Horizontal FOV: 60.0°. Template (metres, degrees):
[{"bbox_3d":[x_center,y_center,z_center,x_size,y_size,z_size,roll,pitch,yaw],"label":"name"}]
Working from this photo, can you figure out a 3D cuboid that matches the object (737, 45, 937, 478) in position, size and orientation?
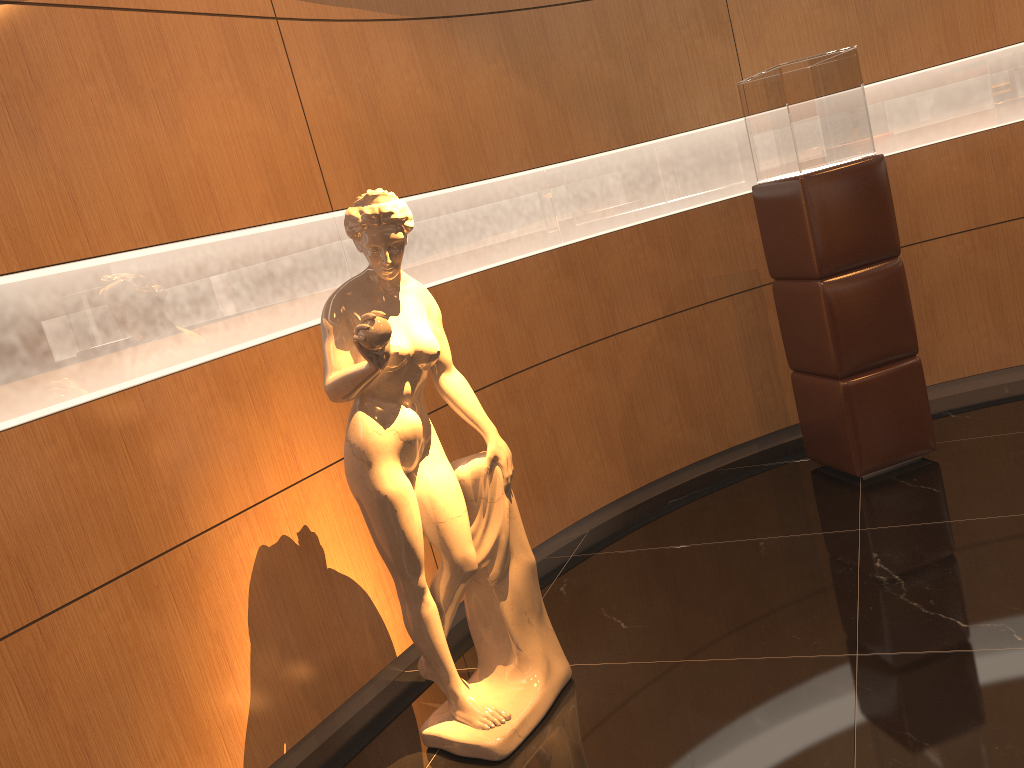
[{"bbox_3d":[1.585,-0.557,4.366,0.484,2.000,0.498,-17,10,-11],"label":"object"}]

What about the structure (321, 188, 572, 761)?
[{"bbox_3d":[-0.309,0.307,2.896,0.477,1.836,0.733,-10,11,24],"label":"structure"}]
